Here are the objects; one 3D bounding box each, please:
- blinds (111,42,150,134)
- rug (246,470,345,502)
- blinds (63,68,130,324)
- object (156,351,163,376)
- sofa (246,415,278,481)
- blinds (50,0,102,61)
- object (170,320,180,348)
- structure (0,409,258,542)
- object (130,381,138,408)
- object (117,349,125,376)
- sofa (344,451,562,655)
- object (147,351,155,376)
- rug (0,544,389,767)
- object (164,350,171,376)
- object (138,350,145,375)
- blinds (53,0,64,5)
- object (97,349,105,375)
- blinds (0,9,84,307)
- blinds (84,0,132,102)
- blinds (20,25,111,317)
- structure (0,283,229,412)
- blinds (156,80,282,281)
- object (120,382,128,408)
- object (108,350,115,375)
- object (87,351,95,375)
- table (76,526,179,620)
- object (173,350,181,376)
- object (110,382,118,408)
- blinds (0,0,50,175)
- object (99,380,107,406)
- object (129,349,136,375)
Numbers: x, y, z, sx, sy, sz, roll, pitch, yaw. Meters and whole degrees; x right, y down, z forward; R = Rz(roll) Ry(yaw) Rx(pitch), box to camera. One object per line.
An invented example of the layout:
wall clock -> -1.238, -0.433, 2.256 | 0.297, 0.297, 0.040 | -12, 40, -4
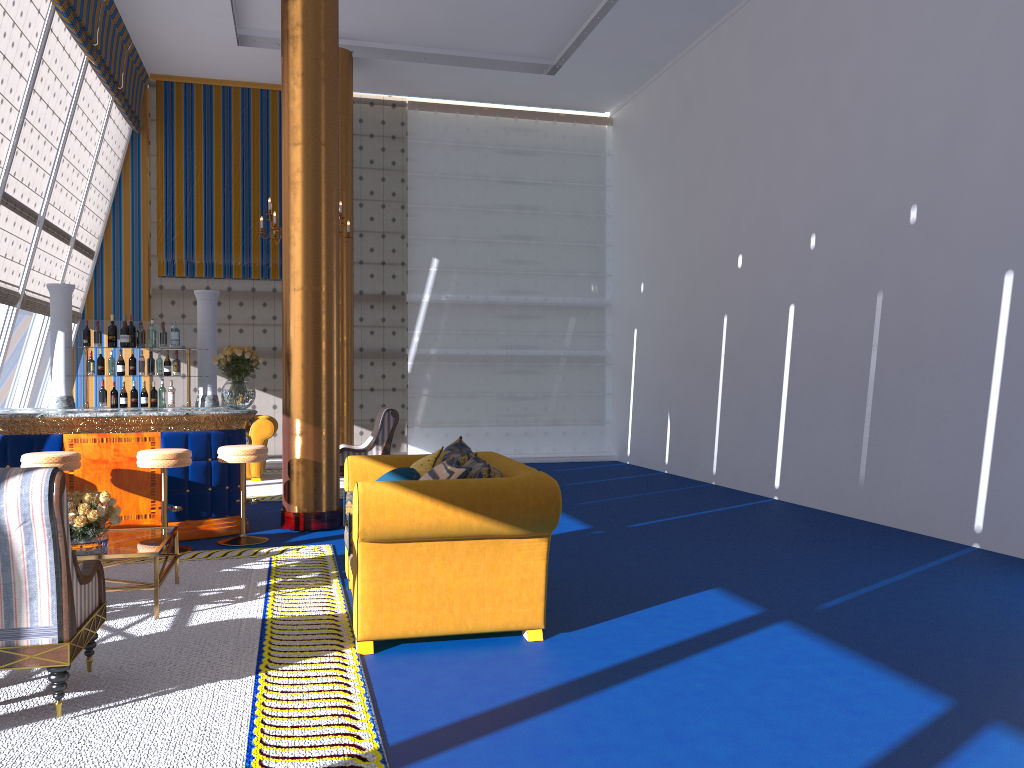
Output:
blinds -> -5.337, -4.092, 12.371 | 0.340, 0.830, 1.516 | 0, 0, -14
rug -> -3.034, 1.277, 11.419 | 6.291, 0.011, 3.573 | 0, 0, -15
blinds -> -5.754, -2.564, 12.364 | 0.879, 3.394, 1.358 | 0, 1, -14
object -> -3.312, -0.194, 8.333 | 0.058, 0.230, 0.059 | 0, 1, 35
sofa -> -4.113, 0.858, 11.906 | 1.856, 0.854, 1.006 | 0, 0, -13
blinds -> -4.598, -4.087, 9.395 | 0.340, 0.830, 1.516 | 0, 0, -14
object -> -3.190, -0.472, 8.396 | 0.092, 0.259, 0.091 | 0, 1, -31
structure -> -3.295, 0.756, 7.332 | 2.331, 1.065, 0.763 | 0, 0, -25
object -> -3.509, 0.096, 8.238 | 0.066, 0.244, 0.065 | 0, 1, -33
object -> -3.606, -0.198, 8.179 | 0.069, 0.244, 0.068 | 0, 1, -33
sofa -> -0.432, 0.869, 5.083 | 1.016, 0.854, 1.838 | 0, 0, -13
object -> -3.376, -0.194, 8.293 | 0.072, 0.232, 0.071 | 0, 1, -36
rug -> -2.420, 1.291, 3.608 | 3.611, 0.010, 6.222 | 0, 0, -14
object -> -3.243, -0.199, 8.352 | 0.069, 0.244, 0.068 | 0, 1, -33
object -> -3.441, -0.199, 8.244 | 0.057, 0.239, 0.056 | -1, 1, -40
blinds -> -4.228, -4.084, 7.904 | 0.340, 0.830, 1.516 | 0, 0, -14
object -> -3.764, -0.201, 8.120 | 0.066, 0.244, 0.065 | 0, 1, -33
blinds -> -5.029, -2.559, 9.441 | 0.879, 3.394, 1.358 | 0, 1, -14
blinds -> -4.967, -4.089, 10.881 | 0.340, 0.830, 1.516 | 0, 0, -14
blinds -> -5.399, -2.561, 10.932 | 0.879, 3.394, 1.358 | 0, 1, -14
structure -> -3.722, 0.189, 8.315 | 2.330, 2.196, 0.763 | 0, 1, -24
blinds -> -3.970, -3.071, 13.489 | 2.675, 2.990, 0.151 | 0, 1, -15
object -> -3.594, 0.099, 8.211 | 0.069, 0.244, 0.068 | 0, 1, -33
object -> -3.682, -0.194, 8.157 | 0.058, 0.230, 0.059 | 0, 1, 35
object -> -3.832, -0.190, 8.076 | 0.065, 0.225, 0.067 | 1, 1, 45
table -> -2.510, 1.102, 5.152 | 0.980, 0.369, 0.901 | 0, 0, -15
object -> -3.165, -0.199, 8.376 | 0.071, 0.244, 0.072 | 0, 1, 6
object -> -3.672, 0.099, 8.188 | 0.066, 0.244, 0.065 | 0, 1, -11
blinds -> -4.676, -2.556, 8.021 | 0.879, 3.394, 1.358 | 0, 1, -14
object -> -3.749, 0.082, 8.131 | 0.072, 0.242, 0.070 | 0, 1, -33
object -> -3.516, -0.201, 8.220 | 0.066, 0.244, 0.065 | 0, 1, -33
